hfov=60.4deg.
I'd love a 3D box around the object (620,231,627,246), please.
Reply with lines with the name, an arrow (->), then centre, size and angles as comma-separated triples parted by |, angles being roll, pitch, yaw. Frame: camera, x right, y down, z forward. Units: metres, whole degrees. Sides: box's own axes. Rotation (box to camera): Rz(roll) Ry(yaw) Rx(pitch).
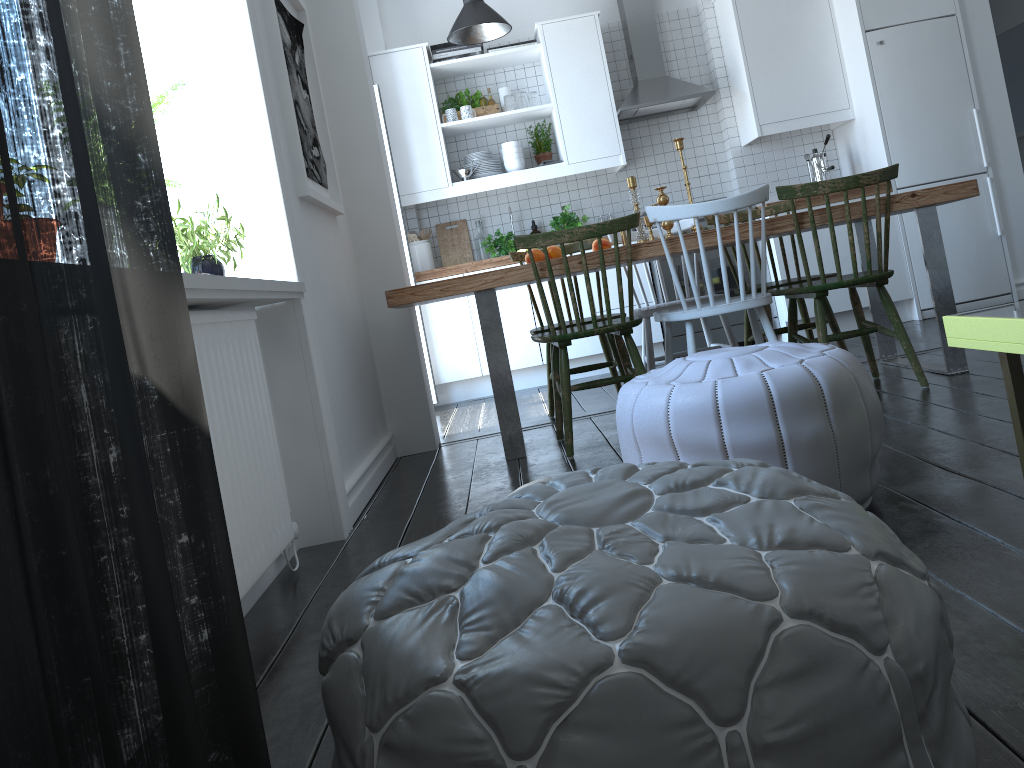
object -> 0.495, -0.638, 3.881 | 0.103, 0.114, 0.102 | -11, 2, -15

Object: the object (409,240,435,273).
object -> -0.616, -0.846, 5.887 | 0.173, 0.208, 0.174 | -11, 2, 4

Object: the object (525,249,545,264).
object -> 0.101, -0.546, 3.837 | 0.088, 0.090, 0.083 | -11, 2, -10

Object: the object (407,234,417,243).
object -> -0.660, -0.867, 5.858 | 0.055, 0.263, 0.148 | -10, 0, -25

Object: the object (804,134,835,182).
object -> 2.037, -1.418, 5.740 | 0.206, 0.370, 0.354 | -11, 2, 0

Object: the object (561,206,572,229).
object -> 0.384, -1.099, 6.125 | 0.066, 0.283, 0.066 | -11, -1, -5

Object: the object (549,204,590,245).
object -> 0.367, -1.065, 5.896 | 0.272, 0.269, 0.338 | -11, 3, -10

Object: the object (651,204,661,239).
object -> 0.596, -0.654, 3.592 | 0.081, 0.160, 0.079 | -11, 0, -43

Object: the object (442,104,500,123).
object -> -0.278, -1.843, 6.111 | 0.393, 0.103, 0.153 | -11, 4, -1

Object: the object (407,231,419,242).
object -> -0.627, -0.892, 5.898 | 0.065, 0.290, 0.139 | -10, 0, -26

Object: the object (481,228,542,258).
object -> 0.012, -0.896, 5.867 | 0.474, 0.308, 0.281 | -13, 3, -28

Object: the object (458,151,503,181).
object -> -0.220, -1.487, 6.066 | 0.300, 0.194, 0.307 | -11, 4, 1

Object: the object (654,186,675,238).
object -> 0.671, -0.736, 3.844 | 0.100, 0.248, 0.101 | -11, 0, 23

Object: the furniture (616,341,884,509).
furniture -> 0.566, 0.120, 2.140 | 0.611, 0.419, 0.616 | -11, 3, -6

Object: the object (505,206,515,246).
object -> 0.041, -1.053, 6.080 | 0.190, 0.353, 0.272 | -11, 1, -24

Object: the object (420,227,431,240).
object -> -0.592, -0.903, 5.926 | 0.132, 0.296, 0.056 | -11, -1, -21

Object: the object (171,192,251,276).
object -> -0.851, -0.387, 2.404 | 0.285, 0.295, 0.285 | -11, 2, 4

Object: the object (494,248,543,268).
object -> 0.056, -0.820, 5.931 | 0.372, 0.111, 0.355 | -11, 5, 0

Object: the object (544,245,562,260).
object -> 0.182, -0.558, 3.821 | 0.082, 0.088, 0.092 | -10, 3, 26

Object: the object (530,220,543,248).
object -> 0.168, -1.033, 6.162 | 0.086, 0.231, 0.084 | -11, 0, -35

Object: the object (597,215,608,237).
object -> 0.638, -1.097, 6.175 | 0.059, 0.173, 0.059 | -11, 0, 13

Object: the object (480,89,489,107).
object -> -0.189, -1.932, 6.100 | 0.060, 0.225, 0.059 | -11, -1, -17

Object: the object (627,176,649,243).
object -> 0.537, -0.734, 3.764 | 0.138, 0.311, 0.142 | -11, 0, 42

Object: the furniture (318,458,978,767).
furniture -> 0.133, 0.307, 1.001 | 0.679, 0.382, 0.682 | -11, 4, 0

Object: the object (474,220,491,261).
object -> -0.217, -1.004, 6.161 | 0.098, 0.318, 0.098 | -11, -1, 0

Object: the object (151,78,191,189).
object -> -0.985, -0.484, 2.252 | 0.397, 0.566, 0.325 | -12, 1, -37

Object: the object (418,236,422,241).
object -> -0.596, -0.879, 5.929 | 0.051, 0.247, 0.113 | -10, 0, -35

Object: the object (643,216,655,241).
object -> 0.616, -0.676, 3.910 | 0.049, 0.139, 0.049 | -11, 0, 0

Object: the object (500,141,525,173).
object -> 0.008, -1.536, 6.016 | 0.150, 0.216, 0.310 | -11, 3, -2

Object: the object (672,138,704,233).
object -> 0.723, -0.804, 3.604 | 0.114, 0.411, 0.112 | -10, -1, -38

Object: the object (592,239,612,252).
object -> 0.400, -0.606, 3.920 | 0.089, 0.084, 0.085 | -10, 2, 12

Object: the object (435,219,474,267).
object -> -0.403, -0.978, 6.189 | 0.220, 0.330, 0.040 | -11, -1, -1

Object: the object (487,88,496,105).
object -> -0.141, -1.949, 6.145 | 0.056, 0.234, 0.056 | -11, -1, 3

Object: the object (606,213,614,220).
object -> 0.699, -1.106, 6.155 | 0.059, 0.173, 0.059 | -11, 0, 13

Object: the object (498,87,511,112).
object -> -0.035, -1.951, 6.138 | 0.085, 0.222, 0.085 | -11, 0, 7
